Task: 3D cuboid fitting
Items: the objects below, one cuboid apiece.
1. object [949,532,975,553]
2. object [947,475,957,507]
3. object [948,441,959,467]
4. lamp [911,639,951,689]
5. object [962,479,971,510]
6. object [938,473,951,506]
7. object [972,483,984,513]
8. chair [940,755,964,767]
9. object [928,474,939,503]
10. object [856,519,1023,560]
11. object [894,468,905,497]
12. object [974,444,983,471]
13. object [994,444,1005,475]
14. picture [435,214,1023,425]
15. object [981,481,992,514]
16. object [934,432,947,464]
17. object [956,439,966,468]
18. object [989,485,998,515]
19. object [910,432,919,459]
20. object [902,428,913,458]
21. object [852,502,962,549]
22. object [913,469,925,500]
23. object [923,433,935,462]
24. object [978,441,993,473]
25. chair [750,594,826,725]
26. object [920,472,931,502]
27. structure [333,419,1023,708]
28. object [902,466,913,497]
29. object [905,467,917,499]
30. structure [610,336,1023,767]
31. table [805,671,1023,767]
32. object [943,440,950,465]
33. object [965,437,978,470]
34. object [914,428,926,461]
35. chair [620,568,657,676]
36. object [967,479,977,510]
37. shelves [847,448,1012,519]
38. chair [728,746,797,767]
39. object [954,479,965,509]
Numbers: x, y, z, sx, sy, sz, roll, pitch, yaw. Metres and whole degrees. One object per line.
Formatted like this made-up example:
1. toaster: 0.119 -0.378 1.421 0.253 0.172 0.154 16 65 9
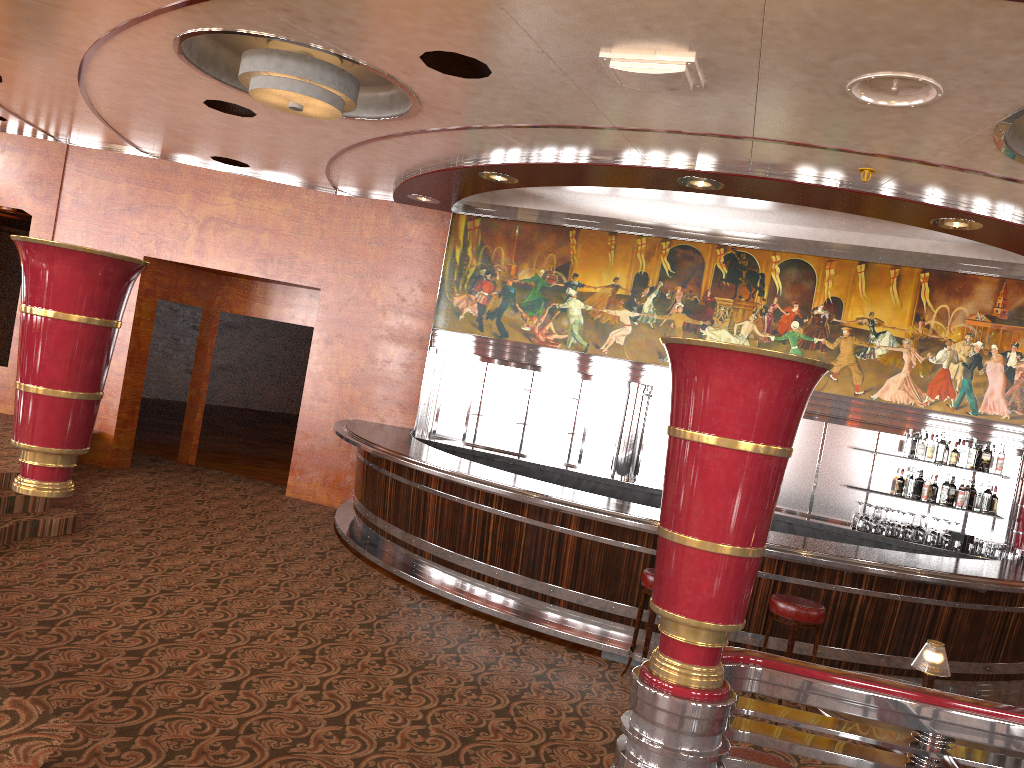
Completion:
1. object: 4.168 1.469 8.246 0.169 0.156 0.195 11 2 44
2. object: 4.157 1.011 8.397 0.090 0.293 0.090 10 2 13
3. object: 4.151 0.654 8.318 0.070 0.238 0.070 10 1 -7
4. lamp: 1.470 1.032 3.123 0.130 0.250 0.130 11 2 39
5. object: 4.254 1.035 8.308 0.067 0.283 0.067 10 2 -20
6. object: 4.071 0.991 8.327 0.078 0.305 0.078 9 2 -33
7. object: 4.344 1.057 8.247 0.080 0.272 0.080 11 2 22
8. chair: 1.161 1.275 1.843 0.615 0.817 0.588 10 1 9
9. object: 4.027 0.998 8.459 0.080 0.272 0.080 11 2 22
10. object: 4.027 1.454 8.387 1.423 0.135 0.403 10 1 25
11. object: 3.741 0.946 8.539 0.080 0.272 0.080 11 2 22
12. object: 4.412 0.691 8.378 0.090 0.256 0.090 11 2 25
13. object: 4.514 0.698 8.188 0.067 0.283 0.067 11 2 31
14. picture: 2.130 -0.760 9.098 6.249 1.323 0.001 10 2 19
15. object: 4.428 1.055 8.266 0.078 0.305 0.078 11 2 32
16. object: 4.035 0.599 8.334 0.078 0.305 0.078 10 2 7
17. object: 4.250 0.654 8.386 0.080 0.272 0.080 10 2 -13
18. object: 4.522 1.087 8.325 0.080 0.272 0.080 11 2 17
19. object: 3.877 0.594 8.524 0.090 0.256 0.090 11 2 40
20. object: 3.779 0.564 8.446 0.067 0.283 0.067 9 2 -25
21. object: 3.747 1.347 8.436 0.950 0.245 0.396 10 1 22
22. object: 3.915 0.966 8.524 0.090 0.293 0.090 10 1 -2
23. object: 3.956 0.601 8.385 0.080 0.272 0.080 10 2 12
24. object: 4.394 0.671 8.209 0.090 0.293 0.090 9 2 -37
25. chair: 1.782 1.771 5.726 0.350 0.756 0.350 9 2 -30
26. object: 3.932 0.976 8.405 0.067 0.283 0.067 10 2 -15
27. structure: 1.190 1.492 7.635 7.804 1.047 3.209 10 1 19
28. object: 3.834 0.945 8.537 0.078 0.305 0.206 10 1 15
29. object: 3.810 0.942 8.450 0.078 0.305 0.078 10 2 12
30. structure: 2.422 0.483 2.329 4.354 3.606 0.548 10 2 -7
31. table: 1.356 1.627 3.114 0.849 0.960 0.850 11 1 21
32. object: 4.092 0.644 8.405 0.068 0.235 0.212 11 2 39
33. object: 4.292 0.646 8.261 0.078 0.305 0.078 10 1 0
34. object: 3.880 0.571 8.411 0.078 0.305 0.078 10 2 10
35. chair: 0.968 1.625 5.840 0.350 0.756 0.350 10 1 -7
36. object: 4.350 1.045 8.403 0.090 0.293 0.090 9 2 -37
37. shelves: 3.384 0.740 8.654 2.592 0.568 0.339 10 1 19
38. chair: 0.741 1.624 2.905 0.350 0.756 0.350 10 2 -22
39. object: 4.182 1.023 8.260 0.067 0.283 0.067 10 2 -6
